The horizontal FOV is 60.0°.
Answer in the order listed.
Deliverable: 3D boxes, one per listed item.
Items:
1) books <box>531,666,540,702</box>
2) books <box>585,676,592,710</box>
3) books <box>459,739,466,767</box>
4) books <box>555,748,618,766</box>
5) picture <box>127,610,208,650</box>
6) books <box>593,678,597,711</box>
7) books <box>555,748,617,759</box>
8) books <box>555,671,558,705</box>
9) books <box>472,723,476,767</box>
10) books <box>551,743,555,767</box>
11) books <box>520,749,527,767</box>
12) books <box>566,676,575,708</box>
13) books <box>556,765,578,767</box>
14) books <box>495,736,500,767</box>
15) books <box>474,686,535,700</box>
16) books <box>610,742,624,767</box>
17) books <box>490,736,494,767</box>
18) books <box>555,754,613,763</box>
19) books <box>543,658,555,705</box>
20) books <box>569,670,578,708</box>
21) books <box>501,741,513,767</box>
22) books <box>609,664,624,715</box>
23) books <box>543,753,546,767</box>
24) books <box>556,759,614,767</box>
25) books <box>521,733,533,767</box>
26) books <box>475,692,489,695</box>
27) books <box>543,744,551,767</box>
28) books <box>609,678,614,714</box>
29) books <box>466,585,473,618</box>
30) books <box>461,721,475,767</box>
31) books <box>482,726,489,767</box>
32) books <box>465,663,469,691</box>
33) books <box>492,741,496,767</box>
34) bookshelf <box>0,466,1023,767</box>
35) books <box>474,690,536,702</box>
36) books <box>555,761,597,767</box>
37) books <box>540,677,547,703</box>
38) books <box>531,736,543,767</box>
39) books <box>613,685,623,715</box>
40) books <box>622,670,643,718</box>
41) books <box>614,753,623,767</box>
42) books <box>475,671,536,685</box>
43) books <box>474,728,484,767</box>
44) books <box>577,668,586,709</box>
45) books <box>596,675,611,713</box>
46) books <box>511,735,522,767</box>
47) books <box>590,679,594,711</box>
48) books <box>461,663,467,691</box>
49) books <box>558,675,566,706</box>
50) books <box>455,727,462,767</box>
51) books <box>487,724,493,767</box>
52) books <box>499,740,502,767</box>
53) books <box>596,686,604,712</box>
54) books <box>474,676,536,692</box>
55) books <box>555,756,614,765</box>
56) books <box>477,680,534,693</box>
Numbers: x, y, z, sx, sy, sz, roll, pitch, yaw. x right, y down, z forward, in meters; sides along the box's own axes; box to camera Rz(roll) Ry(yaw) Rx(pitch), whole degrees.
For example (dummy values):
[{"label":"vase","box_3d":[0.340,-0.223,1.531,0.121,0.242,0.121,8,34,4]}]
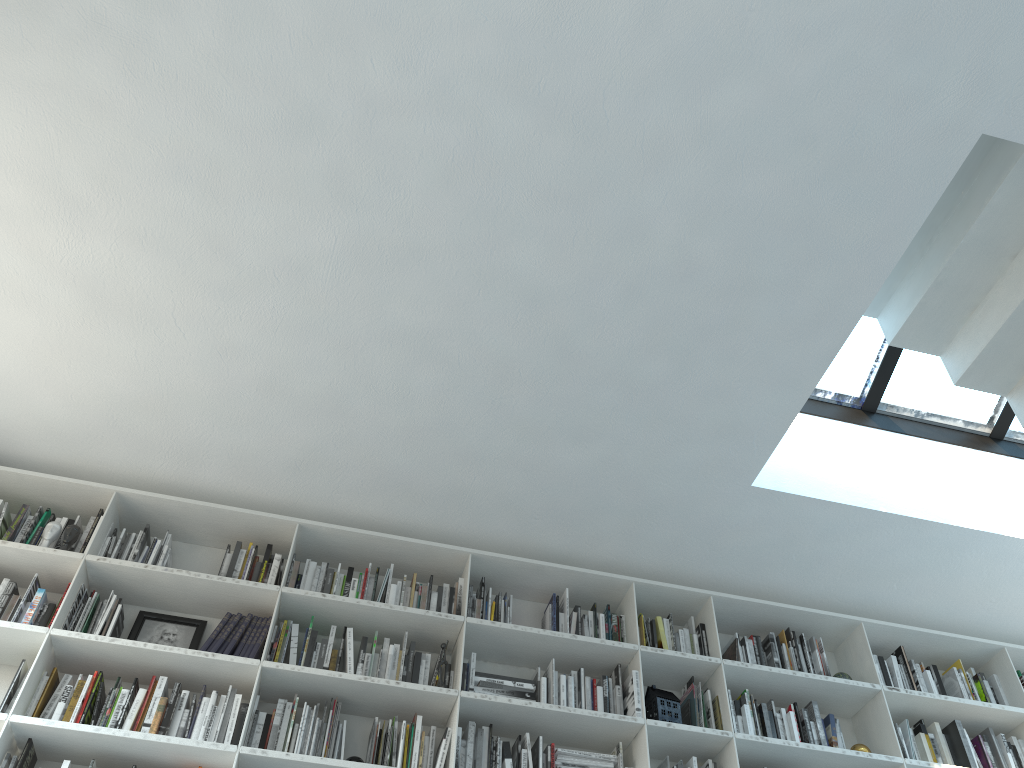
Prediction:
[{"label":"books","box_3d":[0.104,1.452,4.085,0.012,0.252,0.162,11,-48,-8]},{"label":"books","box_3d":[0.327,1.501,4.100,0.023,0.221,0.192,11,-48,-8]},{"label":"books","box_3d":[-0.230,1.654,3.772,0.027,0.227,0.148,11,-48,-8]},{"label":"books","box_3d":[0.305,1.675,3.921,0.285,0.012,0.160,15,-49,-11]},{"label":"picture","box_3d":[-1.536,1.141,3.908,0.300,0.298,0.078,12,-48,-8]},{"label":"books","box_3d":[0.364,1.511,4.112,0.012,0.229,0.159,11,-48,-8]},{"label":"books","box_3d":[0.304,1.672,3.935,0.285,0.012,0.160,10,-48,-7]},{"label":"books","box_3d":[0.178,1.473,4.090,0.021,0.236,0.172,11,-48,-8]},{"label":"books","box_3d":[-0.184,1.636,3.810,0.014,0.311,0.134,11,-48,-8]},{"label":"books","box_3d":[0.154,1.702,3.813,0.013,0.245,0.177,11,-48,-8]},{"label":"books","box_3d":[0.034,1.701,3.796,0.024,0.215,0.148,11,-48,-8]},{"label":"books","box_3d":[0.249,1.494,4.094,0.028,0.217,0.184,11,-48,-8]},{"label":"books","box_3d":[0.302,1.722,3.880,0.254,0.012,0.162,10,-48,-7]},{"label":"books","box_3d":[-0.080,1.665,3.791,0.014,0.248,0.173,11,-48,-8]},{"label":"books","box_3d":[-0.048,1.443,4.042,0.285,0.024,0.160,8,-48,-5]},{"label":"books","box_3d":[0.465,1.760,3.901,0.012,0.317,0.140,11,-48,-8]},{"label":"books","box_3d":[-0.106,1.662,3.790,0.011,0.250,0.154,11,-48,-8]},{"label":"books","box_3d":[0.302,1.691,3.920,0.254,0.012,0.162,12,-48,-8]},{"label":"books","box_3d":[0.167,1.443,4.094,0.011,0.282,0.191,11,-48,-8]},{"label":"books","box_3d":[0.273,1.496,4.131,0.029,0.272,0.141,11,-48,-8]},{"label":"books","box_3d":[-0.029,1.676,3.790,0.066,0.235,0.154,11,-48,-8]},{"label":"books","box_3d":[0.490,1.506,4.173,0.012,0.332,0.156,11,-48,-8]},{"label":"books","box_3d":[0.116,1.721,3.811,0.024,0.215,0.133,11,-48,-8]},{"label":"books","box_3d":[0.304,1.701,3.893,0.254,0.012,0.162,8,-48,-5]},{"label":"books","box_3d":[0.062,1.683,3.829,0.049,0.289,0.163,11,-48,-8]},{"label":"books","box_3d":[-0.051,1.466,4.023,0.285,0.012,0.160,14,-49,-10]},{"label":"books","box_3d":[0.138,1.709,3.819,0.015,0.243,0.184,11,-48,-8]},{"label":"books","box_3d":[0.440,1.524,4.143,0.029,0.260,0.133,11,-48,-8]},{"label":"books","box_3d":[-0.227,1.132,4.299,0.026,0.251,0.186,11,-48,-8]},{"label":"books","box_3d":[-0.199,1.624,3.789,0.026,0.295,0.180,11,-48,-8]},{"label":"books","box_3d":[-0.137,1.645,3.805,0.029,0.293,0.152,11,-48,-8]},{"label":"books","box_3d":[-0.222,1.402,4.029,0.013,0.217,0.142,11,-48,-8]},{"label":"books","box_3d":[-0.095,1.671,3.785,0.014,0.231,0.148,11,-48,-8]},{"label":"bookshelf","box_3d":[0.324,2.099,3.385,6.299,3.122,0.332,12,-48,-8]},{"label":"books","box_3d":[-0.051,1.460,4.033,0.285,0.012,0.160,13,-48,-9]},{"label":"books","box_3d":[0.302,1.715,3.890,0.285,0.012,0.160,12,-48,-9]},{"label":"books","box_3d":[0.122,1.475,4.061,0.025,0.186,0.194,11,-48,-8]},{"label":"books","box_3d":[0.099,1.688,3.817,0.021,0.267,0.192,11,-48,-8]},{"label":"books","box_3d":[0.470,1.540,4.116,0.029,0.201,0.192,11,-48,-8]},{"label":"books","box_3d":[0.538,1.500,4.100,0.037,0.235,0.274,11,-48,-8]},{"label":"books","box_3d":[0.456,1.768,3.865,0.012,0.252,0.162,11,-48,-8]},{"label":"books","box_3d":[-0.048,1.402,4.104,0.285,0.024,0.160,12,-48,-8]},{"label":"books","box_3d":[-0.159,1.637,3.779,0.025,0.264,0.186,11,-48,-8]},{"label":"books","box_3d":[0.303,1.487,4.120,0.023,0.268,0.186,11,-48,-8]},{"label":"books","box_3d":[0.414,1.511,4.123,0.032,0.247,0.174,11,-48,-8]},{"label":"books","box_3d":[0.012,1.678,3.823,0.022,0.283,0.131,11,-48,-8]},{"label":"books","box_3d":[0.351,1.513,4.115,0.010,0.229,0.153,11,-48,-8]},{"label":"books","box_3d":[-0.238,1.394,4.011,0.027,0.200,0.168,11,-48,-8]},{"label":"books","box_3d":[0.212,1.485,4.086,0.027,0.215,0.191,11,-48,-8]},{"label":"books","box_3d":[-0.251,1.625,3.772,0.026,0.265,0.171,11,-48,-8]},{"label":"books","box_3d":[-0.116,1.642,3.804,0.011,0.298,0.180,11,-48,-8]},{"label":"books","box_3d":[-0.068,1.672,3.789,0.011,0.238,0.148,11,-48,-8]},{"label":"books","box_3d":[0.384,1.526,4.097,0.029,0.187,0.177,11,-48,-8]},{"label":"books","box_3d":[-0.048,1.415,4.083,0.285,0.024,0.160,10,-48,-7]},{"label":"books","box_3d":[0.303,1.696,3.908,0.254,0.012,0.162,10,-48,-7]},{"label":"books","box_3d":[-0.048,1.428,4.062,0.254,0.025,0.162,15,-49,-11]}]
